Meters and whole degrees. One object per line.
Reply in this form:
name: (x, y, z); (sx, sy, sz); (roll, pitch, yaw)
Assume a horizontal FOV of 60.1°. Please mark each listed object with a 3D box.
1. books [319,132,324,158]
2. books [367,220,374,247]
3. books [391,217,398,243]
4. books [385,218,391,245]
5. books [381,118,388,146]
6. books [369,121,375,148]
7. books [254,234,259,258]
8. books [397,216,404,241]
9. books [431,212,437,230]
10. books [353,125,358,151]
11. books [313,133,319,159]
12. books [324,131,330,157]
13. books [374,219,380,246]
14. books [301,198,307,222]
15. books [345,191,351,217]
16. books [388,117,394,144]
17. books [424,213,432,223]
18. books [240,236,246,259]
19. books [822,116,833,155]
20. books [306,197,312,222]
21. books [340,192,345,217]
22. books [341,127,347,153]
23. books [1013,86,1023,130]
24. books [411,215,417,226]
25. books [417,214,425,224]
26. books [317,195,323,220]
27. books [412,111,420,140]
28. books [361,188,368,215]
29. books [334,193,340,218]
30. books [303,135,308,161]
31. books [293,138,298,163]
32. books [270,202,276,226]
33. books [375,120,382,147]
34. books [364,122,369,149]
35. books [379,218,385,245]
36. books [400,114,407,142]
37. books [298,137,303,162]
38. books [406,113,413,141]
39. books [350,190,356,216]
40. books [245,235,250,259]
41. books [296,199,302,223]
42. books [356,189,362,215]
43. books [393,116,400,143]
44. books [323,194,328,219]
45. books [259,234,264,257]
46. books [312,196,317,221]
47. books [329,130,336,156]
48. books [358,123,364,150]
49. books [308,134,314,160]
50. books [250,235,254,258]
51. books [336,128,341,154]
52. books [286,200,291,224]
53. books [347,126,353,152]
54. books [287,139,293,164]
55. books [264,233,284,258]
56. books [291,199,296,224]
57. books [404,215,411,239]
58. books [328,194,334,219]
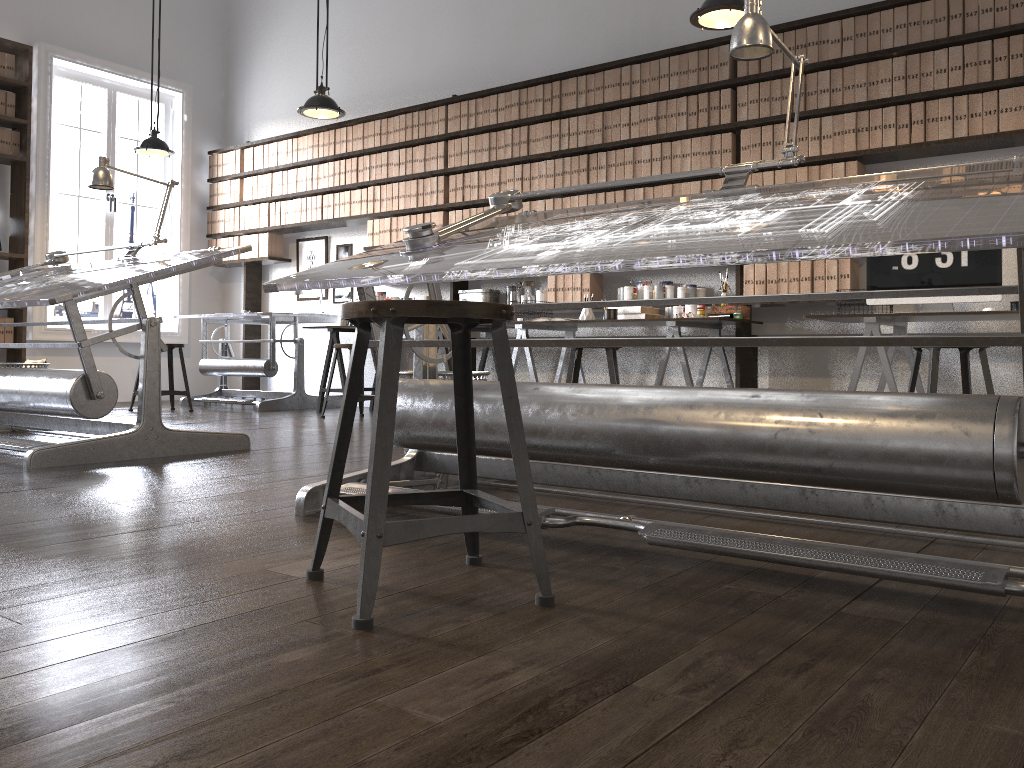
books: (-1.614, -2.085, 7.796); (0.066, 0.226, 0.174); (0, -1, 37)
books: (-1.123, -1.247, 7.401); (0.067, 0.226, 0.174); (0, -1, 37)
books: (-0.904, -1.240, 7.243); (0.066, 0.226, 0.174); (0, -1, 37)
books: (-0.961, -1.242, 7.279); (0.067, 0.226, 0.174); (0, -1, 37)
books: (-0.998, -2.066, 7.338); (0.066, 0.226, 0.174); (0, -1, 37)
books: (-1.113, -2.070, 7.422); (0.066, 0.226, 0.174); (0, -1, 37)
books: (-2.328, -1.282, 8.297); (0.067, 0.226, 0.174); (0, -1, 37)
books: (-0.847, -1.239, 7.201); (0.066, 0.226, 0.174); (0, -1, 37)
books: (-0.554, -1.230, 6.981); (0.066, 0.226, 0.174); (0, -1, 37)
books: (-1.270, -2.074, 7.542); (0.066, 0.226, 0.174); (0, -1, 37)
books: (-1.667, -2.086, 7.830); (0.067, 0.226, 0.174); (0, -1, 37)
books: (-1.560, -2.083, 7.758); (0.066, 0.226, 0.174); (0, -1, 37)
books: (-1.063, -1.245, 7.359); (0.066, 0.226, 0.174); (0, -1, 37)
books: (-1.791, -1.537, 7.905); (0.067, 0.226, 0.174); (0, -1, 37)
books: (-1.344, -1.524, 7.572); (0.067, 0.226, 0.174); (0, -1, 37)
books: (-0.940, -2.065, 7.298); (0.066, 0.226, 0.174); (0, -1, 37)
books: (-0.613, -1.232, 7.028); (0.066, 0.226, 0.174); (0, -1, 37)
books: (-2.490, -1.287, 8.418); (0.067, 0.226, 0.174); (0, -1, 37)
books: (1.872, -1.435, 5.182); (0.066, 0.226, 0.174); (0, -1, 37)
books: (-1.738, -1.535, 7.871); (0.066, 0.226, 0.174); (0, -1, 37)
books: (-1.394, -1.525, 7.617); (0.066, 0.226, 0.174); (0, -1, 37)
books: (-1.386, -2.078, 7.623); (0.066, 0.226, 0.174); (0, -1, 37)
books: (2.652, -1.412, 4.597); (0.067, 0.226, 0.174); (0, -1, 37)
books: (-0.733, -1.235, 7.117); (0.066, 0.226, 0.174); (0, -1, 37)
books: (-0.676, -1.233, 7.068); (0.067, 0.226, 0.174); (0, -1, 37)
books: (-1.628, -1.532, 7.785); (0.067, 0.226, 0.174); (0, -1, 37)
books: (-0.719, -2.058, 7.130); (0.066, 0.226, 0.174); (0, -1, 37)
books: (-1.181, -1.519, 7.452); (0.067, 0.226, 0.174); (0, -1, 37)
books: (-1.451, -1.527, 7.659); (0.066, 0.226, 0.174); (0, -1, 37)
books: (-1.781, -2.089, 7.919); (0.066, 0.226, 0.174); (0, -1, 37)
books: (-1.892, -2.093, 8.004); (0.066, 0.226, 0.174); (0, -1, 37)
books: (-2.139, -1.547, 8.169); (0.066, 0.226, 0.174); (0, -1, 37)
books: (-1.056, -2.068, 7.377); (0.067, 0.226, 0.174); (0, -1, 37)
books: (-1.163, -2.071, 7.461); (0.066, 0.226, 0.174); (0, -1, 37)
books: (-1.012, -1.244, 7.323); (0.066, 0.226, 0.174); (0, -1, 37)
books: (-0.831, -2.061, 7.207); (0.066, 0.226, 0.174); (0, -1, 37)
books: (-1.835, -2.091, 7.964); (0.066, 0.226, 0.174); (0, -1, 37)
books: (-0.773, -2.060, 7.164); (0.067, 0.226, 0.174); (0, -1, 37)
books: (-1.287, -1.522, 7.536); (0.066, 0.226, 0.174); (0, -1, 37)
books: (-2.430, -1.285, 8.377); (0.066, 0.226, 0.174); (0, -1, 37)
books: (-1.849, -1.539, 7.948); (0.066, 0.226, 0.174); (0, -1, 37)
books: (-1.238, -1.520, 7.497); (0.066, 0.226, 0.174); (0, -1, 37)
books: (-0.887, -2.063, 7.253); (0.066, 0.226, 0.174); (0, -1, 37)
books: (-1.564, -1.530, 7.745); (0.066, 0.226, 0.174); (0, -1, 37)
books: (-2.268, -1.281, 8.261); (0.066, 0.226, 0.174); (0, -1, 37)
books: (-1.684, -1.534, 7.834); (0.066, 0.226, 0.174); (0, -1, 37)
books: (-1.504, -2.081, 7.710); (0.067, 0.226, 0.174); (0, -1, 37)
books: (-1.219, -2.073, 7.497); (0.067, 0.226, 0.174); (0, -1, 37)
books: (-1.725, -2.088, 7.873); (0.066, 0.226, 0.174); (0, -1, 37)
books: (-2.379, -1.284, 8.340); (0.066, 0.226, 0.174); (0, -1, 37)
books: (-1.440, -2.080, 7.669); (0.066, 0.226, 0.174); (0, -1, 37)
books: (-1.959, -1.542, 8.039); (0.066, 0.226, 0.174); (0, -1, 37)
books: (-1.327, -2.076, 7.584); (0.066, 0.226, 0.174); (0, -1, 37)
books: (-1.951, -2.094, 8.043); (0.067, 0.226, 0.174); (0, -1, 37)
books: (-2.213, -1.279, 8.217); (0.066, 0.226, 0.174); (0, -1, 37)
books: (-1.905, -1.540, 7.994); (0.066, 0.226, 0.174); (0, -1, 37)
books: (-0.792, -1.237, 7.156); (0.066, 0.226, 0.174); (0, -1, 37)
books: (-1.510, -1.529, 7.698); (0.066, 0.226, 0.174); (0, -1, 37)
